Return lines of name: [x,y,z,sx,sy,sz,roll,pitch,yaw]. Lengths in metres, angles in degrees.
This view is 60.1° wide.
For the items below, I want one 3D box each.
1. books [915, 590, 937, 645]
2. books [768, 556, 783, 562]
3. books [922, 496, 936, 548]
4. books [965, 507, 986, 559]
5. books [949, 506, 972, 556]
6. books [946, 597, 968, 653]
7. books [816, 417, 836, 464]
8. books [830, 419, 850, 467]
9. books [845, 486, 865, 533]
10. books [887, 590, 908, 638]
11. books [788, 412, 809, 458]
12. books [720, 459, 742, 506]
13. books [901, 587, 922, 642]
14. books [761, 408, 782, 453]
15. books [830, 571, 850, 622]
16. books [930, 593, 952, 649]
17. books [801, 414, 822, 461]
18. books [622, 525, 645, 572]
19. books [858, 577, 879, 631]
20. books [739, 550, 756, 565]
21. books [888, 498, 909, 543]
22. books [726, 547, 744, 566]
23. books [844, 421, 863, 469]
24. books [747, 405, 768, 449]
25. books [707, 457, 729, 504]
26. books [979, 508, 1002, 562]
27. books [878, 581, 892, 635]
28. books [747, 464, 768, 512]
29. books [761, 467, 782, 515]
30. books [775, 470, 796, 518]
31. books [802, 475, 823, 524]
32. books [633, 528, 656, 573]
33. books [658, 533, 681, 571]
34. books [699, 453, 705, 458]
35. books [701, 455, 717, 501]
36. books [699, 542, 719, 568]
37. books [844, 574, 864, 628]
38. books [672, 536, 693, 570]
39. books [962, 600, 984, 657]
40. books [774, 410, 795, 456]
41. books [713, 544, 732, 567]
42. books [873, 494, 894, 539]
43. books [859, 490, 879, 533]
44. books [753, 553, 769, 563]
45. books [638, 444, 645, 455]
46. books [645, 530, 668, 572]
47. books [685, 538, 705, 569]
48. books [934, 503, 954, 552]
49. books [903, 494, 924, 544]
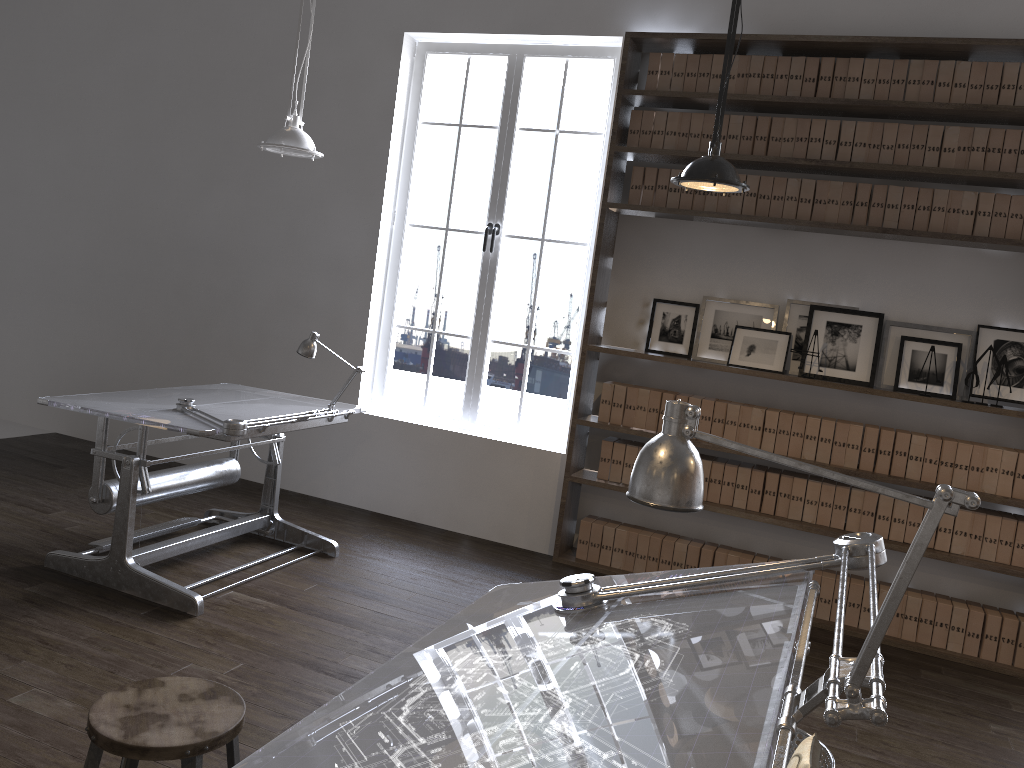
books: [2.098,1.185,4.499,0.067,0.225,0.175,9,4,21]
books: [1.402,1.063,4.771,0.067,0.225,0.174,9,4,21]
books: [2.111,0.701,4.491,0.067,0.225,0.175,9,4,21]
books: [2.301,0.734,4.416,0.067,0.225,0.175,9,4,21]
books: [2.242,0.724,4.437,0.067,0.225,0.175,9,4,21]
books: [2.227,1.208,4.443,0.067,0.225,0.174,9,4,21]
books: [1.655,0.295,4.665,0.067,0.225,0.175,9,4,21]
books: [1.721,0.307,4.639,0.067,0.225,0.175,9,4,21]
books: [1.791,0.644,4.617,0.067,0.225,0.175,9,4,21]
books: [1.974,1.163,4.546,0.067,0.225,0.175,9,4,21]
books: [1.526,0.272,4.724,0.067,0.225,0.174,9,4,21]
books: [1.200,0.540,4.853,0.067,0.225,0.174,9,4,21]
books: [2.034,1.175,4.518,0.067,0.225,0.175,9,4,21]
books: [1.395,0.249,4.769,0.067,0.225,0.175,9,4,21]
books: [1.722,1.119,4.649,0.067,0.225,0.174,9,4,21]
books: [2.164,1.197,4.473,0.067,0.225,0.174,9,4,21]
books: [1.589,0.283,4.695,0.067,0.225,0.174,9,4,21]
books: [0.694,0.937,5.053,0.067,0.225,0.175,9,4,21]
books: [1.849,1.142,4.592,0.067,0.225,0.175,9,4,21]
books: [1.267,1.039,4.821,0.067,0.225,0.175,9,4,21]
books: [1.982,0.678,4.540,0.067,0.225,0.174,9,4,21]
books: [1.210,1.029,4.848,0.067,0.225,0.175,9,4,21]
books: [1.781,0.317,4.620,0.067,0.225,0.175,9,4,21]
books: [1.329,0.238,4.797,0.067,0.225,0.175,9,4,21]
books: [1.134,0.528,4.879,0.067,0.225,0.175,9,4,21]
books: [2.360,0.745,4.387,0.067,0.225,0.175,9,4,21]
books: [1.916,1.153,4.568,0.067,0.225,0.175,9,4,21]
books: [1.331,0.563,4.802,0.067,0.225,0.175,9,4,21]
books: [1.398,0.575,4.769,0.067,0.225,0.175,9,4,21]
books: [1.468,0.587,4.747,0.067,0.225,0.175,9,4,21]
books: [1.594,0.610,4.694,0.067,0.225,0.174,9,4,21]
books: [0.753,0.949,5.025,0.067,0.225,0.175,9,4,21]
books: [0.883,0.971,4.980,0.067,0.225,0.174,9,4,21]
books: [1.011,0.507,4.926,0.067,0.225,0.175,9,4,21]
books: [1.070,0.518,4.898,0.067,0.225,0.175,9,4,21]
books: [1.081,1.006,4.896,0.067,0.225,0.175,9,4,21]
books: [1.785,1.130,4.622,0.067,0.225,0.175,9,4,21]
books: [0.947,0.982,4.950,0.067,0.225,0.174,9,4,21]
books: [2.294,1.220,4.422,0.067,0.225,0.175,9,4,21]
books: [1.461,0.261,4.747,0.067,0.225,0.175,9,4,21]
books: [1.151,1.018,4.874,0.067,0.225,0.175,9,4,21]
books: [1.914,0.667,4.563,0.067,0.225,0.175,9,4,21]
books: [1.848,0.655,4.589,0.067,0.225,0.175,9,4,21]
books: [1.334,1.051,4.795,0.067,0.225,0.175,9,4,21]
books: [0.758,0.462,5.029,0.067,0.225,0.174,9,4,21]
books: [0.818,0.959,5.005,0.067,0.225,0.175,9,4,21]
books: [1.014,0.994,4.928,0.067,0.225,0.175,9,4,21]
books: [2.175,0.712,4.462,0.067,0.225,0.175,9,4,21]
books: [2.048,0.689,4.518,0.067,0.225,0.174,9,4,21]
